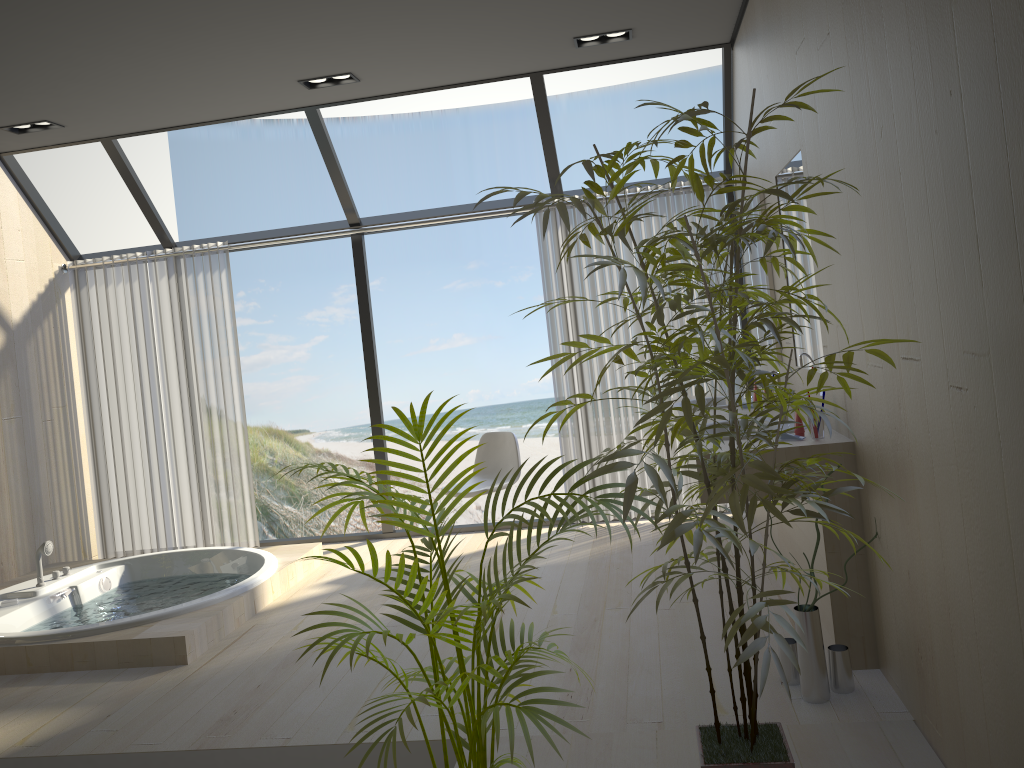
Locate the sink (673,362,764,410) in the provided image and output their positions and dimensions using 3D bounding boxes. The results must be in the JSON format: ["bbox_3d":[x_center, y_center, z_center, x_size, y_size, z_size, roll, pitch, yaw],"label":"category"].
[{"bbox_3d":[1.116,0.086,4.802,0.503,0.419,0.575,-6,2,12],"label":"sink"}]

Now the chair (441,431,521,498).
[{"bbox_3d":[-0.177,0.491,5.372,0.368,0.347,0.456,-5,2,37],"label":"chair"}]

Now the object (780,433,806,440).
[{"bbox_3d":[1.002,0.187,3.187,0.033,0.029,0.104,-7,3,-41],"label":"object"}]

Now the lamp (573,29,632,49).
[{"bbox_3d":[0.471,-1.856,4.628,0.300,0.112,0.164,-6,2,8],"label":"lamp"}]

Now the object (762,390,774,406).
[{"bbox_3d":[1.260,0.066,4.346,0.058,0.100,0.058,-6,0,15],"label":"object"}]

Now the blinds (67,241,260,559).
[{"bbox_3d":[-2.369,0.122,6.044,1.181,2.071,0.084,-6,0,8],"label":"blinds"}]

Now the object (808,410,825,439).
[{"bbox_3d":[1.086,0.148,3.153,0.058,0.100,0.059,-6,0,19],"label":"object"}]

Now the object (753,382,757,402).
[{"bbox_3d":[1.224,0.048,4.441,0.039,0.135,0.039,-6,0,-33],"label":"object"}]

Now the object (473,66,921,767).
[{"bbox_3d":[0.524,0.219,2.014,0.784,1.757,0.938,-6,0,34],"label":"object"}]

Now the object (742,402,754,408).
[{"bbox_3d":[1.176,0.105,4.380,0.033,0.029,0.104,-7,3,-41],"label":"object"}]

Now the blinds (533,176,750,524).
[{"bbox_3d":[0.833,-0.199,5.573,1.181,2.071,0.084,-6,0,8],"label":"blinds"}]

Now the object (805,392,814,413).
[{"bbox_3d":[1.059,0.109,3.133,0.050,0.178,0.012,-6,0,-42],"label":"object"}]

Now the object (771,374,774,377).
[{"bbox_3d":[1.268,0.024,4.337,0.053,0.175,0.012,-6,0,34],"label":"object"}]

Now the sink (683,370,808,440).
[{"bbox_3d":[0.942,0.167,3.609,0.503,0.419,0.575,-6,2,12],"label":"sink"}]

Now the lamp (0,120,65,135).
[{"bbox_3d":[-2.774,-1.531,5.105,0.300,0.112,0.164,-6,2,8],"label":"lamp"}]

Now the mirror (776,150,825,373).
[{"bbox_3d":[1.207,-0.489,3.686,0.023,0.868,0.654,-6,1,9],"label":"mirror"}]

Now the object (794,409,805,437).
[{"bbox_3d":[1.050,0.129,3.248,0.039,0.135,0.038,-6,0,-40],"label":"object"}]

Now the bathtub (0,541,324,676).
[{"bbox_3d":[-2.174,1.188,4.750,1.819,0.698,1.650,-6,2,8],"label":"bathtub"}]

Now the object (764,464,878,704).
[{"bbox_3d":[1.046,0.627,2.886,0.407,0.749,0.274,-6,0,-4],"label":"object"}]

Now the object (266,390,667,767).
[{"bbox_3d":[-0.187,0.581,2.079,0.913,1.157,0.753,-5,1,42],"label":"object"}]

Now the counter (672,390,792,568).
[{"bbox_3d":[1.212,0.491,4.826,0.550,0.790,1.207,-6,2,9],"label":"counter"}]

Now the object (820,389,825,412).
[{"bbox_3d":[1.094,0.106,3.144,0.053,0.175,0.012,-6,0,34],"label":"object"}]

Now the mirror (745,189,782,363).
[{"bbox_3d":[1.330,-0.556,4.715,0.023,0.868,0.654,-6,1,9],"label":"mirror"}]

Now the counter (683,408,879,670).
[{"bbox_3d":[1.038,0.572,3.633,0.550,0.790,1.207,-6,2,9],"label":"counter"}]

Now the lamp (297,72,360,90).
[{"bbox_3d":[-1.006,-1.708,4.845,0.300,0.112,0.164,-6,2,8],"label":"lamp"}]

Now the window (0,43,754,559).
[{"bbox_3d":[-0.824,-0.367,5.619,4.556,2.815,0.745,-6,0,8],"label":"window"}]

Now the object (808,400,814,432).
[{"bbox_3d":[1.129,0.116,3.330,0.039,0.135,0.038,-6,0,-40],"label":"object"}]
